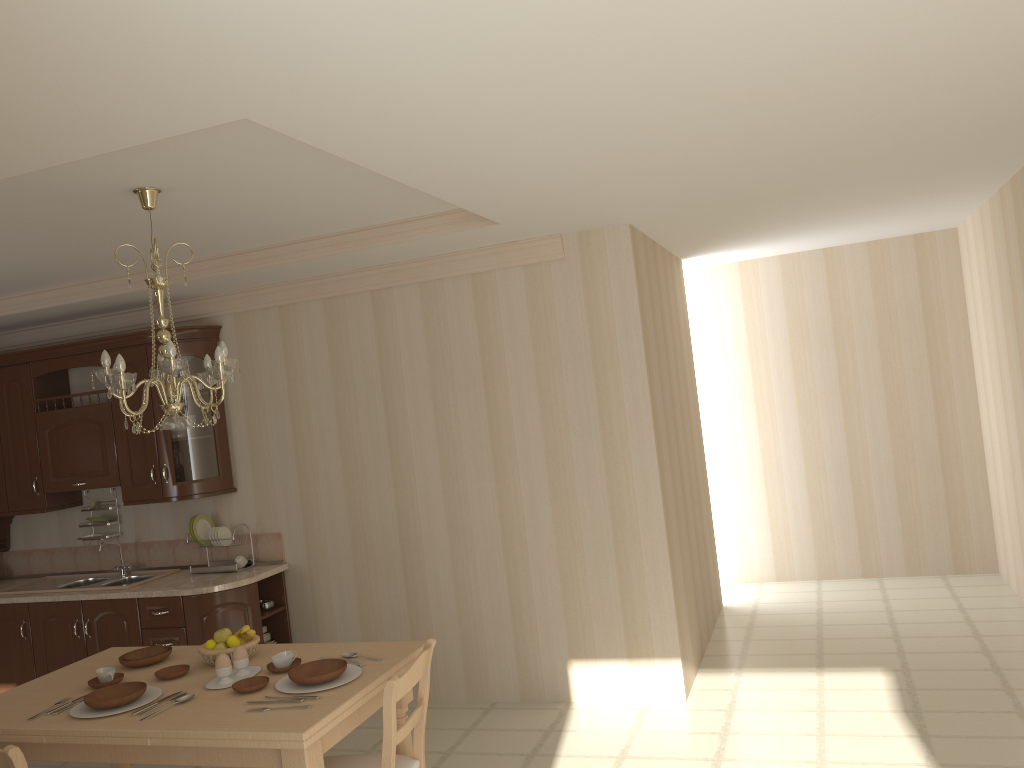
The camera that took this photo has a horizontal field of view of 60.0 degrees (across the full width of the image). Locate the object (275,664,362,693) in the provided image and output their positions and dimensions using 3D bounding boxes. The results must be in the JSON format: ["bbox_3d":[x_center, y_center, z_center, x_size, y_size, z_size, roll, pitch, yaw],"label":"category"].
[{"bbox_3d":[-0.676,1.033,3.107,0.299,0.009,0.299,-7,0,-2],"label":"object"}]

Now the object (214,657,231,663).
[{"bbox_3d":[-1.112,1.088,3.508,0.128,0.011,0.128,-6,-1,-30],"label":"object"}]

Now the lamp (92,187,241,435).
[{"bbox_3d":[-1.306,-0.315,3.286,0.502,0.982,0.501,-7,0,-11],"label":"lamp"}]

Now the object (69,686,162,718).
[{"bbox_3d":[-1.385,1.117,3.109,0.299,0.009,0.299,-7,-1,17],"label":"object"}]

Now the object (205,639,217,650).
[{"bbox_3d":[-1.182,1.029,3.485,0.045,0.047,0.055,-6,-1,-39],"label":"object"}]

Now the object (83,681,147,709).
[{"bbox_3d":[-1.388,1.099,3.110,0.204,0.042,0.204,-7,-1,19],"label":"object"}]

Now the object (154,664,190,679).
[{"bbox_3d":[-1.290,1.100,3.371,0.127,0.026,0.126,-7,-1,-16],"label":"object"}]

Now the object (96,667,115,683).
[{"bbox_3d":[-1.535,1.112,3.358,0.063,0.055,0.119,-6,-1,-42],"label":"object"}]

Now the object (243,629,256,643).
[{"bbox_3d":[-1.058,1.016,3.529,0.064,0.094,0.176,-6,-1,-34],"label":"object"}]

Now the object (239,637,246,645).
[{"bbox_3d":[-1.092,1.042,3.519,0.076,0.065,0.077,-7,0,-4],"label":"object"}]

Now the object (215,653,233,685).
[{"bbox_3d":[-1.046,1.029,3.216,0.058,0.104,0.058,-7,0,-2],"label":"object"}]

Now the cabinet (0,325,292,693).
[{"bbox_3d":[-3.050,0.945,4.212,2.436,2.313,3.226,-7,-1,19],"label":"cabinet"}]

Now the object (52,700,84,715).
[{"bbox_3d":[-1.546,1.138,3.167,0.022,0.008,0.218,-7,-1,21],"label":"object"}]

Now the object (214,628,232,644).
[{"bbox_3d":[-1.141,0.997,3.500,0.069,0.061,0.068,-7,-1,36],"label":"object"}]

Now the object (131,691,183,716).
[{"bbox_3d":[-1.224,1.099,3.059,0.023,0.008,0.221,-7,-1,24],"label":"object"}]

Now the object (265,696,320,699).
[{"bbox_3d":[-0.734,1.040,2.946,0.218,0.008,0.022,-7,-1,21],"label":"object"}]

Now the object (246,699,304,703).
[{"bbox_3d":[-0.782,1.045,2.920,0.212,0.008,0.018,-7,0,14],"label":"object"}]

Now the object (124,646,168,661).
[{"bbox_3d":[-1.491,1.114,3.619,0.168,0.034,0.168,-7,-1,30],"label":"object"}]

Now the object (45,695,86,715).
[{"bbox_3d":[-1.582,1.142,3.177,0.018,0.008,0.212,-7,-1,19],"label":"object"}]

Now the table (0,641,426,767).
[{"bbox_3d":[-1.156,1.486,3.284,1.567,0.774,0.900,-7,-1,19],"label":"table"}]

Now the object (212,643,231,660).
[{"bbox_3d":[-1.131,1.046,3.455,0.072,0.076,0.074,-7,0,-6],"label":"object"}]

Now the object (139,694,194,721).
[{"bbox_3d":[-1.158,1.089,2.988,0.047,0.011,0.219,-7,-1,28],"label":"object"}]

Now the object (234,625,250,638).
[{"bbox_3d":[-1.080,1.000,3.531,0.066,0.085,0.184,-6,-1,-33],"label":"object"}]

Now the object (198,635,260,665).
[{"bbox_3d":[-1.115,1.056,3.509,0.235,0.068,0.235,-7,-1,-24],"label":"object"}]

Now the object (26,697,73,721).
[{"bbox_3d":[-1.637,1.150,3.142,0.028,0.004,0.218,-7,0,9],"label":"object"}]

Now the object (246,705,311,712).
[{"bbox_3d":[-0.751,1.043,2.852,0.218,0.004,0.028,-7,0,9],"label":"object"}]

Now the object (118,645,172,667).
[{"bbox_3d":[-1.493,1.118,3.619,0.204,0.042,0.204,-6,-1,-32],"label":"object"}]

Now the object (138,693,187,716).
[{"bbox_3d":[-1.192,1.096,3.043,0.022,0.004,0.216,-7,-1,25],"label":"object"}]

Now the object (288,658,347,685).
[{"bbox_3d":[-0.678,1.015,3.107,0.204,0.042,0.204,-7,0,-11],"label":"object"}]

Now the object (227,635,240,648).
[{"bbox_3d":[-1.088,1.009,3.465,0.051,0.053,0.045,-7,0,7],"label":"object"}]

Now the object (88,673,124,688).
[{"bbox_3d":[-1.538,1.129,3.362,0.126,0.026,0.127,-6,-1,-44],"label":"object"}]
